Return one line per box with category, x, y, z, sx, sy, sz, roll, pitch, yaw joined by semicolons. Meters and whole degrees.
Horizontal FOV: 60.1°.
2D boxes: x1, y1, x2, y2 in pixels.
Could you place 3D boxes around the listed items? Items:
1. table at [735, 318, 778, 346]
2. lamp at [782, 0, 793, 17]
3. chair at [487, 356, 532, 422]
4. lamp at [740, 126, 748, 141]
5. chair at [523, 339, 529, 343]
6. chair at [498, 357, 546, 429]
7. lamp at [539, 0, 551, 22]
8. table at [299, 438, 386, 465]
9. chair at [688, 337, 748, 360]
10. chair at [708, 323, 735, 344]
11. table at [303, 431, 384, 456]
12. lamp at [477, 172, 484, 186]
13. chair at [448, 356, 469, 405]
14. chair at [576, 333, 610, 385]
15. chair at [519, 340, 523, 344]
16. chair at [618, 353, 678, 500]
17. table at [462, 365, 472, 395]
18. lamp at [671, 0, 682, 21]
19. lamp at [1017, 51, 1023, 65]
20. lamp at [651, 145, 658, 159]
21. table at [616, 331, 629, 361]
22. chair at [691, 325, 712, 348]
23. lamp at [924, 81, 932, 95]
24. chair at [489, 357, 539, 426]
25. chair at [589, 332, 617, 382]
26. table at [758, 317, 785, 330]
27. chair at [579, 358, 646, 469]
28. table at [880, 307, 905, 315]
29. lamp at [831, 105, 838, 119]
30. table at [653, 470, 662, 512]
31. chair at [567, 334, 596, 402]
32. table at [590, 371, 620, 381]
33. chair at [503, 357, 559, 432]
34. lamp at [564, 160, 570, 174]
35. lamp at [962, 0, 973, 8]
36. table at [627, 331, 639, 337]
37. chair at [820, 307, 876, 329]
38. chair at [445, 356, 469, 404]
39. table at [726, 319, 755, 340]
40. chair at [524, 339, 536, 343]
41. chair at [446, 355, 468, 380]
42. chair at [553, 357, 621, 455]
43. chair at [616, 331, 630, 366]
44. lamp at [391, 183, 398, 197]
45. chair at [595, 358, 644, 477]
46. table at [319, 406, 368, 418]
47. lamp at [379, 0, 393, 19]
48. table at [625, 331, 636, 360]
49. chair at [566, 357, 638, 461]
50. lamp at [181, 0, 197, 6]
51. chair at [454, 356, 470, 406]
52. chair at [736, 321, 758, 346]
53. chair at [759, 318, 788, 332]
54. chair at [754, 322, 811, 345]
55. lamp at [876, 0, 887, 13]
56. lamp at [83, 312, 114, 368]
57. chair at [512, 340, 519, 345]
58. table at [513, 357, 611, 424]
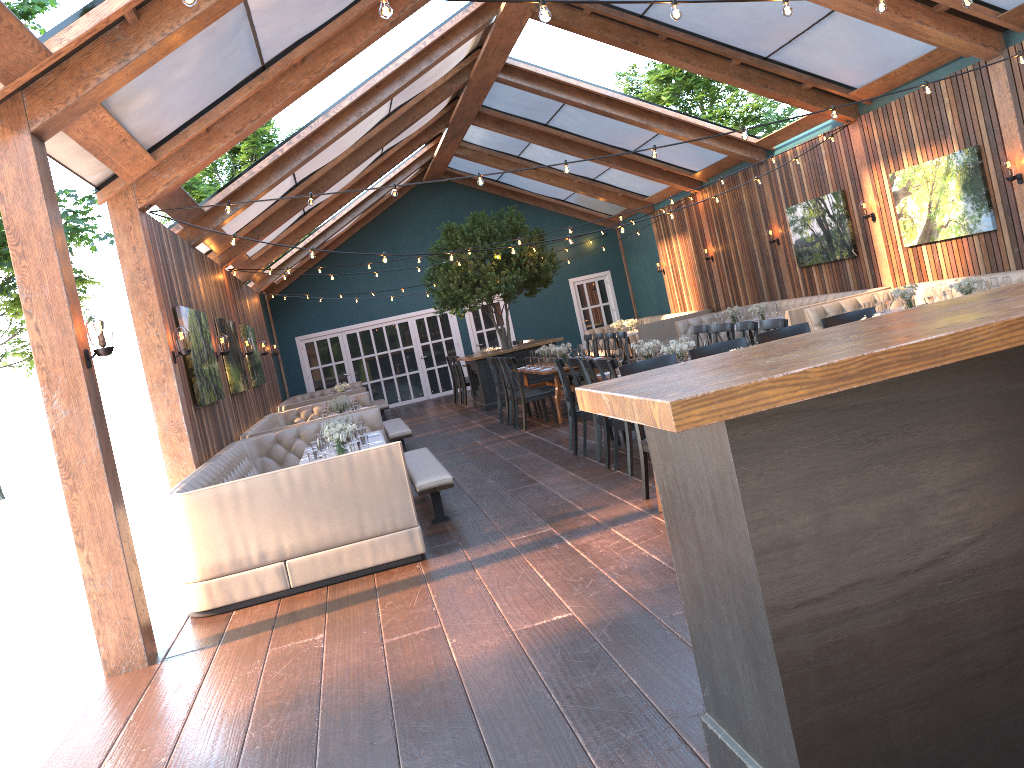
table;3.772;-0.621;13.848;0.800;0.671;0.798;-13;3;-10
lamp;1.449;-2.000;4.673;0.056;0.121;0.056;-12;1;15
chair;-0.054;0.030;13.937;0.540;1.019;0.477;-12;1;-6
lamp;1.964;-2.121;7.487;0.057;0.121;0.056;-13;1;-42
chair;0.230;-0.416;19.078;0.541;1.019;0.476;-13;1;-11
chair;0.143;0.069;12.834;0.540;1.019;0.477;-12;1;-8
lamp;0.141;-1.677;3.952;0.056;0.121;0.056;-12;1;6
table;-1.497;0.950;8.205;0.800;0.671;0.798;-13;3;-10
chair;1.699;0.196;6.560;0.478;1.019;0.539;-13;1;-10
chair;2.109;-0.088;9.171;0.541;1.019;0.476;-13;1;-16
table;-1.649;0.924;9.006;0.801;0.671;0.798;-13;3;-11
lamp;-0.281;-1.785;7.706;0.057;0.120;0.056;-13;1;-35
chair;-1.001;-0.128;18.836;0.541;1.019;0.476;-13;1;-16
chair;1.264;-0.235;13.626;0.541;1.019;0.476;-13;1;-16
chair;0.126;-0.434;19.629;0.540;1.019;0.477;-12;1;-6
chair;1.162;0.322;6.454;0.479;1.019;0.538;-13;1;-15
table;-0.391;-0.142;19.224;0.953;0.729;2.430;-13;4;-10
lamp;0.795;-1.833;4.314;0.056;0.121;0.056;-12;1;8
lamp;4.161;-2.665;7.227;0.056;0.121;0.056;-12;1;5
lamp;1.211;-1.984;7.569;0.057;0.120;0.056;-13;1;-17
table;2.491;-0.845;20.602;0.801;0.671;0.798;-13;3;-11
chair;2.005;-0.106;9.721;0.541;1.019;0.476;-13;1;-11
lamp;3.435;-2.450;7.317;0.056;0.121;0.057;-12;1;23
chair;0.015;0.056;13.380;0.541;1.019;0.476;-13;1;-16
chair;1.368;-0.217;13.076;0.541;1.019;0.476;-13;1;-11
table;3.924;-0.595;13.047;0.801;0.671;0.798;-13;3;-11
chair;0.998;0.214;8.381;0.540;1.019;0.477;-12;1;-5
table;4.462;-0.501;10.211;0.801;0.671;0.798;-13;3;-11
lamp;2.700;-2.278;7.414;0.057;0.119;0.059;-13;1;-31
table;2.140;0.290;6.004;2.437;0.729;0.950;-13;3;-11
chair;1.160;-0.253;14.176;0.541;1.019;0.476;-13;1;-11
table;1.589;0.204;8.780;0.953;0.729;2.430;-13;4;-10
chair;0.247;0.087;12.284;0.541;1.019;0.476;-13;1;-16
lamp;0.467;-1.875;7.643;0.056;0.121;0.056;-12;1;4
lamp;2.766;-2.348;5.384;0.056;0.120;0.057;-12;1;35
table;2.795;-0.792;19.000;0.801;0.671;0.798;-13;3;-11
chair;2.773;-0.054;6.772;0.478;1.019;0.539;-13;1;-10
chair;-1.120;-0.143;19.383;0.540;1.019;0.477;-12;1;-6
table;3.620;-0.648;14.649;0.801;0.671;0.798;-13;3;-11
chair;0.319;-0.392;18.508;0.543;1.019;0.475;-13;1;-28
chair;-1.148;-0.179;19.948;0.540;1.019;0.477;-12;1;-5
chair;0.788;0.178;9.475;0.540;1.019;0.477;-12;1;-3
chair;1.473;-0.199;12.526;0.540;1.019;0.477;-12;1;-6
lamp;-1.036;-1.710;7.808;0.074;0.114;0.057;-11;2;35
chair;1.109;0.231;7.832;0.541;1.019;0.476;-13;1;-11
table;-2.491;0.777;13.444;0.801;0.671;0.798;-13;3;-11
lamp;-0.518;-1.539;3.581;0.056;0.121;0.056;-13;1;-17
table;2.643;-0.818;19.801;0.800;0.671;0.798;-13;3;-10
chair;0.922;0.190;8.923;0.541;1.019;0.476;-13;1;-14
lamp;-1.179;-1.432;3.210;0.057;0.121;0.056;-13;1;-32
chair;-0.851;-0.121;18.294;0.541;1.019;0.476;-13;1;-11
chair;2.213;-0.070;8.621;0.540;1.019;0.477;-12;1;-6
chair;2.318;-0.051;8.071;0.541;1.019;0.476;-13;1;-11
chair;2.236;0.071;6.666;0.479;1.019;0.538;-13;1;-15
lamp;2.098;-2.170;5.037;0.056;0.120;0.056;-12;1;-5
lamp;-2.482;-0.270;5.314;0.178;0.320;0.146;-13;1;-11
chair;0.022;-0.452;20.178;0.541;1.019;0.476;-13;1;-16
table;0.749;0.057;13.210;0.953;0.729;2.430;-13;4;-10
